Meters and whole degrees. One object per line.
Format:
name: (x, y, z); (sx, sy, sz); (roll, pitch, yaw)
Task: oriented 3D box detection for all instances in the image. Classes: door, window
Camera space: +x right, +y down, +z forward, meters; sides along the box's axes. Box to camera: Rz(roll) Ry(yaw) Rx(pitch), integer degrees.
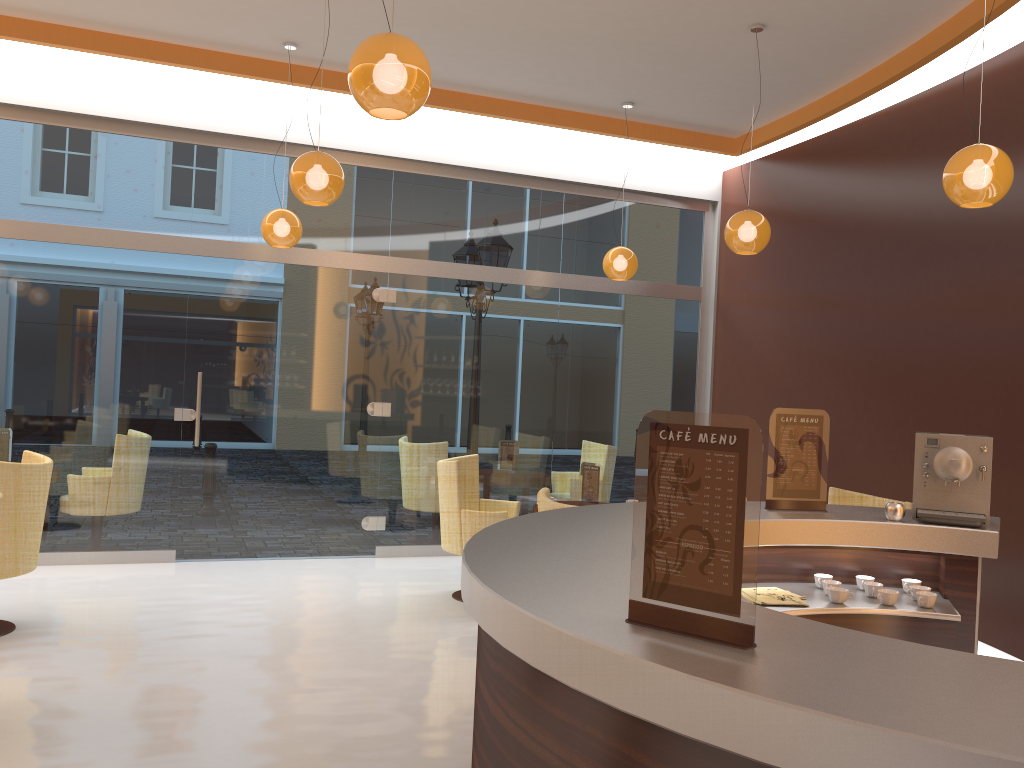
door: (-1.910, 0.236, 7.497); (1.640, 2.499, 0.020); (3, 0, -21)
window: (-1.887, -0.263, 7.499); (8.200, 3.380, 0.040); (3, 0, -21)

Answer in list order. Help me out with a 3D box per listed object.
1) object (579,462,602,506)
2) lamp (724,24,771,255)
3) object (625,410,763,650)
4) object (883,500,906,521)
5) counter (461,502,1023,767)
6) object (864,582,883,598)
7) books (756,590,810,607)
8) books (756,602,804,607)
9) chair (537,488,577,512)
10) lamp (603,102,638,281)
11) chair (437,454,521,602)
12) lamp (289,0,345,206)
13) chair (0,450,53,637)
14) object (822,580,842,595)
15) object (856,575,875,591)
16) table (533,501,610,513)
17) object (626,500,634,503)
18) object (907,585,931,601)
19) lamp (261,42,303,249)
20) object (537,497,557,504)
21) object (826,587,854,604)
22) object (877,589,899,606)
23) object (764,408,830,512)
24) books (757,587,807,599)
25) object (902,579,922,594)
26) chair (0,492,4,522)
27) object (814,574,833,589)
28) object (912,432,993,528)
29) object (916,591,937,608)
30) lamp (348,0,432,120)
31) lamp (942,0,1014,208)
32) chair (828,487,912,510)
object: (0.584, 0.754, 6.593); (0.209, 0.335, 0.042); (2, 0, 44)
lamp: (1.580, -1.609, 5.845); (0.299, 1.500, 0.299); (3, 0, -43)
object: (0.341, 0.261, 1.666); (0.258, 0.414, 0.052); (3, 0, 38)
object: (1.485, 0.491, 3.438); (0.075, 0.077, 0.075); (3, 0, 38)
counter: (0.691, 1.039, 2.704); (1.586, 1.100, 2.917); (3, 0, 24)
object: (1.364, 0.778, 3.341); (0.073, 0.050, 0.086); (3, 0, -16)
books: (0.954, 0.775, 3.215); (0.185, 0.016, 0.188); (3, 0, -6)
books: (0.939, 0.778, 3.222); (0.187, 0.011, 0.189); (3, 0, -1)
chair: (0.472, 1.078, 4.583); (0.685, 1.017, 0.729); (3, 0, -42)
lamp: (0.948, -1.632, 7.530); (0.299, 1.500, 0.299); (3, 0, 37)
chair: (-0.228, 1.053, 6.519); (0.685, 1.017, 0.729); (3, 0, 11)
lamp: (-1.039, -1.736, 4.862); (0.299, 1.500, 0.299); (3, 0, -10)
chair: (-3.051, 0.915, 5.105); (0.685, 1.017, 0.729); (3, 0, -17)
object: (1.206, 0.771, 3.337); (0.073, 0.050, 0.086); (3, 0, -14)
object: (1.378, 0.780, 3.457); (0.073, 0.050, 0.086); (3, 0, -6)
table: (0.576, 1.261, 6.550); (0.872, 0.679, 0.874); (3, 0, 26)
object: (0.903, 0.902, 6.622); (0.153, 0.069, 0.153); (3, 0, 2)
object: (1.523, 0.786, 3.314); (0.073, 0.050, 0.086); (3, 0, 37)
lamp: (-1.670, -1.759, 6.547); (0.299, 1.500, 0.299); (2, 0, 44)
object: (0.269, 0.872, 6.564); (0.153, 0.069, 0.153); (3, 0, -20)
object: (1.185, 0.769, 3.221); (0.086, 0.050, 0.073); (3, 0, -9)
object: (1.366, 0.778, 3.220); (0.073, 0.050, 0.086); (3, 0, 24)
object: (1.168, 0.308, 3.622); (0.258, 0.414, 0.052); (3, 0, -7)
books: (0.964, 0.780, 3.307); (0.193, 0.009, 0.189); (3, 0, -22)
object: (1.548, 0.787, 3.436); (0.073, 0.050, 0.086); (3, 0, 12)
chair: (-2.504, 0.934, 3.644); (0.685, 1.017, 0.729); (3, 0, -24)
object: (1.213, 0.772, 3.452); (0.073, 0.050, 0.086); (3, 0, 1)
object: (1.738, 0.371, 3.508); (0.270, 0.340, 0.373); (3, 0, 24)
object: (1.501, 0.784, 3.211); (0.073, 0.050, 0.086); (3, 0, 12)
lamp: (-0.408, -1.714, 3.177); (0.299, 1.500, 0.299); (3, 0, -43)
lamp: (2.211, -1.586, 4.159); (0.299, 1.500, 0.299); (3, 0, -42)
chair: (1.948, 1.150, 5.196); (0.685, 1.017, 0.729); (3, 0, -14)
